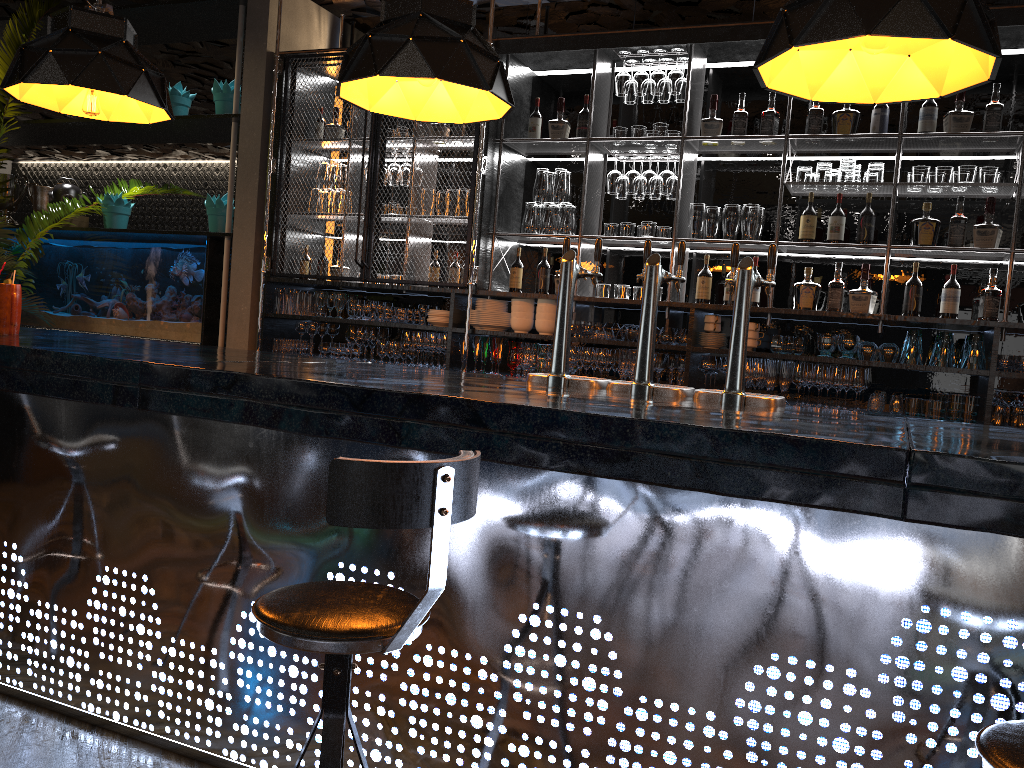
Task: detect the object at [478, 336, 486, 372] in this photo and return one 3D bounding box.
[{"bbox_3d":[-0.189,-0.195,5.761,0.073,0.229,0.073,5,3,12],"label":"object"}]

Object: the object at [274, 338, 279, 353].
[{"bbox_3d":[-1.616,-0.261,6.076,0.033,0.101,0.033,2,4,-42],"label":"object"}]

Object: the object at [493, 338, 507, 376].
[{"bbox_3d":[-0.077,-0.168,5.452,0.073,0.229,0.073,5,3,12],"label":"object"}]

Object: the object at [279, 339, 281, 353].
[{"bbox_3d":[-1.597,-0.261,6.117,0.033,0.101,0.033,5,3,4],"label":"object"}]

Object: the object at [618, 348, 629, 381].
[{"bbox_3d":[0.641,-0.091,5.143,0.071,0.226,0.071,4,3,-5],"label":"object"}]

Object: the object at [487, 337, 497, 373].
[{"bbox_3d":[-0.120,-0.181,5.621,0.073,0.229,0.073,5,3,12],"label":"object"}]

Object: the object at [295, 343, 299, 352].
[{"bbox_3d":[-1.494,-0.245,6.144,0.034,0.080,0.034,7,4,32],"label":"object"}]

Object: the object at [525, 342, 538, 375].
[{"bbox_3d":[0.115,-0.155,5.633,0.082,0.213,0.082,5,3,0],"label":"object"}]

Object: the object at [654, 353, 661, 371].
[{"bbox_3d":[0.794,-0.070,5.067,0.092,0.218,0.092,4,3,-16],"label":"object"}]

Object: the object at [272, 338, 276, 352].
[{"bbox_3d":[-1.641,-0.265,6.118,0.028,0.097,0.028,5,3,13],"label":"object"}]

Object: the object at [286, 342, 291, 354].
[{"bbox_3d":[-1.528,-0.243,6.061,0.034,0.080,0.034,4,3,-12],"label":"object"}]

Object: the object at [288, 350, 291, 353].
[{"bbox_3d":[-1.572,-0.268,6.272,0.028,0.097,0.028,3,4,-32],"label":"object"}]

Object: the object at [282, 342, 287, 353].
[{"bbox_3d":[-1.544,-0.242,6.021,0.034,0.080,0.034,7,4,37],"label":"object"}]

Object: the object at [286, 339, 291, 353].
[{"bbox_3d":[-1.564,-0.263,6.192,0.033,0.101,0.033,5,3,5],"label":"object"}]

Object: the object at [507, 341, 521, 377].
[{"bbox_3d":[0.008,-0.150,5.389,0.082,0.213,0.082,2,4,-37],"label":"object"}]

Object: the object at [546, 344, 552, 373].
[{"bbox_3d":[0.221,-0.132,5.392,0.082,0.213,0.082,5,3,3],"label":"object"}]

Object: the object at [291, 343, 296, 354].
[{"bbox_3d":[-1.509,-0.244,6.106,0.034,0.080,0.034,4,3,-10],"label":"object"}]

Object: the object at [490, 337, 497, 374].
[{"bbox_3d":[-0.096,-0.175,5.540,0.073,0.229,0.073,5,3,12],"label":"object"}]

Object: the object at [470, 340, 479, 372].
[{"bbox_3d":[-0.228,-0.192,5.660,0.073,0.229,0.073,5,3,12],"label":"object"}]

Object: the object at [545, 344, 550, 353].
[{"bbox_3d":[0.202,-0.145,5.593,0.082,0.213,0.082,2,4,-36],"label":"object"}]

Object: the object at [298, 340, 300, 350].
[{"bbox_3d":[-1.494,-0.260,6.248,0.031,0.098,0.031,2,4,-35],"label":"object"}]

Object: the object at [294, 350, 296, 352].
[{"bbox_3d":[-1.545,-0.269,6.332,0.028,0.097,0.028,6,4,28],"label":"object"}]

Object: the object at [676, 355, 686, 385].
[{"bbox_3d":[0.971,-0.060,5.141,0.071,0.217,0.071,7,4,31],"label":"object"}]

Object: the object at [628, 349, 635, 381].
[{"bbox_3d":[0.714,-0.094,5.305,0.071,0.226,0.071,4,3,-5],"label":"object"}]

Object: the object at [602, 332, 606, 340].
[{"bbox_3d":[0.540,-0.289,5.296,0.049,0.048,0.044,5,3,11],"label":"object"}]

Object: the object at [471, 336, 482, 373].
[{"bbox_3d":[-0.222,-0.187,5.575,0.073,0.229,0.073,5,3,12],"label":"object"}]

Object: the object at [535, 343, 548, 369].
[{"bbox_3d":[0.172,-0.143,5.512,0.082,0.213,0.082,8,4,44],"label":"object"}]

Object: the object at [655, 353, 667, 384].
[{"bbox_3d":[0.852,-0.071,5.160,0.092,0.218,0.092,4,3,-16],"label":"object"}]

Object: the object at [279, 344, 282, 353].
[{"bbox_3d":[-1.614,-0.266,6.179,0.028,0.097,0.028,2,4,-42],"label":"object"}]

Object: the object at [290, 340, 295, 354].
[{"bbox_3d":[-1.527,-0.259,6.179,0.031,0.098,0.031,3,3,-22],"label":"object"}]

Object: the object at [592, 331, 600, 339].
[{"bbox_3d":[0.491,-0.288,5.201,0.044,0.048,0.049,3,4,-24],"label":"object"}]

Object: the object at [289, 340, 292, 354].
[{"bbox_3d":[-1.538,-0.258,6.147,0.031,0.098,0.031,4,3,-16],"label":"object"}]

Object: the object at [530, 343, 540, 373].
[{"bbox_3d":[0.129,-0.142,5.431,0.082,0.213,0.082,5,3,-1],"label":"object"}]

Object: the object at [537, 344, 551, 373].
[{"bbox_3d":[0.184,-0.131,5.313,0.082,0.213,0.082,3,4,-33],"label":"object"}]

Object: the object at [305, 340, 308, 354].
[{"bbox_3d":[-1.469,-0.262,6.318,0.031,0.098,0.031,6,4,28],"label":"object"}]

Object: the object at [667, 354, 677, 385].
[{"bbox_3d":[0.911,-0.061,5.077,0.071,0.217,0.071,7,4,31],"label":"object"}]

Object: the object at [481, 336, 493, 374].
[{"bbox_3d":[-0.165,-0.178,5.495,0.073,0.229,0.073,5,3,12],"label":"object"}]

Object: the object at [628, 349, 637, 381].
[{"bbox_3d":[0.692,-0.083,5.078,0.071,0.226,0.071,4,3,-5],"label":"object"}]

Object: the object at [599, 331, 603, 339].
[{"bbox_3d":[0.513,-0.289,5.254,0.049,0.048,0.044,2,4,-34],"label":"object"}]

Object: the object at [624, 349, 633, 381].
[{"bbox_3d":[0.673,-0.093,5.221,0.071,0.226,0.071,4,3,-5],"label":"object"}]

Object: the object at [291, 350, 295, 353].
[{"bbox_3d":[-1.556,-0.268,6.305,0.028,0.097,0.028,4,3,-2],"label":"object"}]

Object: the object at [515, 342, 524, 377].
[{"bbox_3d":[0.046,-0.151,5.471,0.082,0.213,0.082,6,3,16],"label":"object"}]

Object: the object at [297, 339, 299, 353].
[{"bbox_3d":[-1.513,-0.265,6.309,0.033,0.101,0.033,2,4,-37],"label":"object"}]

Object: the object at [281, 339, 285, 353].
[{"bbox_3d":[-1.572,-0.257,6.077,0.031,0.098,0.031,3,4,-28],"label":"object"}]

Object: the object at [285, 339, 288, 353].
[{"bbox_3d":[-1.558,-0.258,6.112,0.031,0.098,0.031,4,3,-3],"label":"object"}]

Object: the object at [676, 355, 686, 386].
[{"bbox_3d":[0.952,-0.054,5.016,0.071,0.217,0.071,7,4,31],"label":"object"}]

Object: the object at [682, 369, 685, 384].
[{"bbox_3d":[1.013,-0.060,5.209,0.071,0.217,0.071,7,4,31],"label":"object"}]

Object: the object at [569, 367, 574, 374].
[{"bbox_3d":[0.346,-0.125,5.436,0.082,0.213,0.082,5,3,11],"label":"object"}]

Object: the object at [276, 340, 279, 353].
[{"bbox_3d":[-1.626,-0.265,6.148,0.028,0.097,0.028,4,3,-17],"label":"object"}]

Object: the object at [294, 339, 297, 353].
[{"bbox_3d":[-1.532,-0.265,6.270,0.033,0.101,0.033,5,3,7],"label":"object"}]

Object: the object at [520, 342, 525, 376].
[{"bbox_3d":[0.083,-0.153,5.550,0.082,0.213,0.082,4,3,-17],"label":"object"}]

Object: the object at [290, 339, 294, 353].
[{"bbox_3d":[-1.550,-0.264,6.231,0.033,0.101,0.033,6,4,28],"label":"object"}]

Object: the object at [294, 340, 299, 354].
[{"bbox_3d":[-1.509,-0.260,6.216,0.031,0.098,0.031,1,5,-45],"label":"object"}]

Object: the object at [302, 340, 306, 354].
[{"bbox_3d":[-1.482,-0.261,6.284,0.031,0.098,0.031,3,3,-20],"label":"object"}]

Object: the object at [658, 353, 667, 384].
[{"bbox_3d":[0.879,-0.076,5.294,0.092,0.218,0.092,4,3,-16],"label":"object"}]

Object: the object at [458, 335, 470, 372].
[{"bbox_3d":[-0.306,-0.191,5.534,0.073,0.229,0.073,5,3,12],"label":"object"}]
